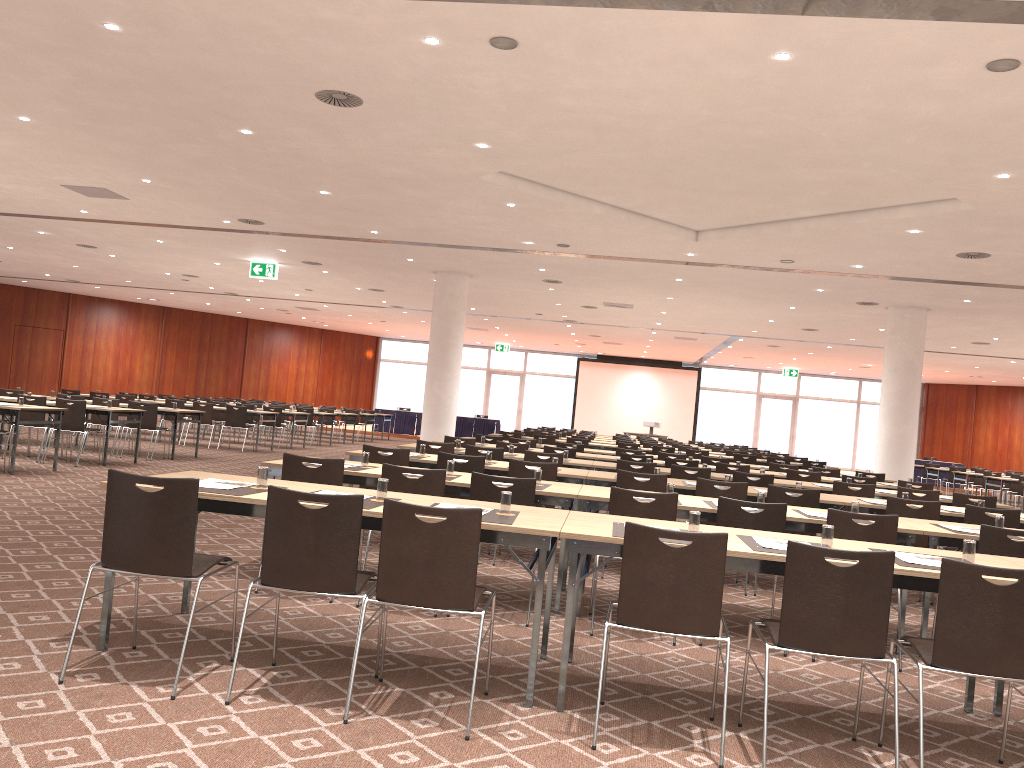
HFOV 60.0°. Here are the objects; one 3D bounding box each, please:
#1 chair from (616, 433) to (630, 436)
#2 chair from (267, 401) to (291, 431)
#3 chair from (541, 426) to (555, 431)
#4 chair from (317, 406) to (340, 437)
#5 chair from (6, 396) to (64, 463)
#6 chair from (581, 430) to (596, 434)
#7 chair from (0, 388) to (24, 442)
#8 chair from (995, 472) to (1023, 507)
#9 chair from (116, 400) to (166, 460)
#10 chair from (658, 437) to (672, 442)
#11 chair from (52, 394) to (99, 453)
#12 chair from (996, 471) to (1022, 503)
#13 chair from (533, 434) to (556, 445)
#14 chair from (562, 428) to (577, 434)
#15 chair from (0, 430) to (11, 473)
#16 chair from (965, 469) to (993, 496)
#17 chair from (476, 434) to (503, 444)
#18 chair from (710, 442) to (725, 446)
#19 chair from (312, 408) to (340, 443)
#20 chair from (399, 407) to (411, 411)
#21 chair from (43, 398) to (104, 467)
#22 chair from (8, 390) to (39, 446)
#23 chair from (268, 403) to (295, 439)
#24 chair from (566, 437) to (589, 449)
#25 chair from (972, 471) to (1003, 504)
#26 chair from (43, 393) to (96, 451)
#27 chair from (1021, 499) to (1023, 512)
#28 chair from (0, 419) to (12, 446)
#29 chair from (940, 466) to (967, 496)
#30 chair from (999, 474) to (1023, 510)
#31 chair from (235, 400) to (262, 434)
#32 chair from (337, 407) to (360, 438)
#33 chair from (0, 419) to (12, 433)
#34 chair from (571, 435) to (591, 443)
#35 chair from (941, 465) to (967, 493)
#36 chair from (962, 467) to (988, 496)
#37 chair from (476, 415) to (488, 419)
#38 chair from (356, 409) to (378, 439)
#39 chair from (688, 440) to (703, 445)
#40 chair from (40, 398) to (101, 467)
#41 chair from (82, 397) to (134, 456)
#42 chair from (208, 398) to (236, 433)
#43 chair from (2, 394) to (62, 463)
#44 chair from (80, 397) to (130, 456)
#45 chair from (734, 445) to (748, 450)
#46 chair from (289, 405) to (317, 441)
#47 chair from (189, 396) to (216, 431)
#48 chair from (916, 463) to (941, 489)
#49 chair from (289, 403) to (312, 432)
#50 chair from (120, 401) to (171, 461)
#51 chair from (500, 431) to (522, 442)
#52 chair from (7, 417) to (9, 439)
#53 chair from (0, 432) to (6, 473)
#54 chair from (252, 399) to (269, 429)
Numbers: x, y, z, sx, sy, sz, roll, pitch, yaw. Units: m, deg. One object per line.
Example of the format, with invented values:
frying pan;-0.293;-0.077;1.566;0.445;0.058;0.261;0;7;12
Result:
chair;3.372;2.002;27.234;0.535;0.939;0.614;5;-1;7
chair;-7.465;1.030;28.511;0.535;0.939;0.614;5;-1;5
chair;1.110;1.799;27.500;0.535;0.939;0.614;5;-1;9
chair;-5.801;1.177;28.233;0.535;0.939;0.614;5;-1;5
chair;-6.917;0.633;12.888;0.535;0.939;0.614;5;-1;6
chair;2.316;1.906;27.323;0.535;0.939;0.614;5;-1;5
chair;-8.389;0.556;14.957;0.535;0.939;0.614;5;-1;4
chair;13.457;2.847;23.950;0.535;0.939;0.614;5;-1;5
chair;-6.107;0.760;14.689;0.535;0.939;0.614;5;-1;5
chair;4.652;2.118;27.125;0.535;0.939;0.614;5;-1;9
chair;-7.357;0.652;14.953;0.535;0.939;0.614;5;-1;6
chair;14.527;3.000;25.837;0.535;0.939;0.614;5;-1;4
chair;0.620;1.468;17.535;0.535;0.939;0.614;5;-1;7
chair;1.752;1.858;27.467;0.535;0.939;0.614;5;-1;8
chair;-6.533;0.610;10.830;0.535;0.939;0.614;5;-1;6
chair;12.756;2.788;24.174;0.535;0.939;0.614;5;-1;8
chair;-0.380;1.276;14.088;0.535;0.939;0.614;5;-1;6
chair;6.179;2.255;26.945;0.535;0.939;0.614;5;-1;6
chair;-5.027;1.131;24.116;0.535;0.939;0.614;5;-1;9
chair;-4.017;1.339;32.562;0.535;0.939;0.614;5;-1;9
chair;-6.268;0.690;12.769;0.535;0.939;0.614;5;-1;9
chair;-8.390;0.556;14.958;0.535;0.939;0.614;5;-1;7
chair;-6.307;1.020;24.408;0.535;0.939;0.614;5;-1;7
chair;1.257;1.523;17.383;0.535;0.939;0.614;5;-1;7
chair;11.954;2.658;22.256;0.535;0.939;0.614;5;-1;6
chair;-7.423;0.646;14.961;0.535;0.939;0.614;5;-1;10
chair;13.122;2.761;22.059;0.535;0.939;0.614;5;-1;4
chair;-7.664;0.563;12.859;0.535;0.939;0.614;5;-1;7
chair;12.074;2.725;24.195;0.535;0.939;0.614;5;-1;9
chair;12.524;2.705;22.047;0.535;0.939;0.614;5;-1;8
chair;-7.240;0.935;24.458;0.535;0.939;0.614;5;-1;4
chair;-5.190;1.234;28.243;0.535;0.939;0.614;5;-1;9
chair;-7.673;0.562;12.860;0.535;0.939;0.614;5;-1;9
chair;1.486;1.603;19.446;0.535;0.939;0.614;5;-1;8
chair;13.049;2.870;26.093;0.535;0.939;0.614;5;-1;5
chair;13.636;2.924;26.084;0.535;0.939;0.614;5;-1;9
chair;-1.149;1.596;32.224;0.535;0.939;0.614;5;-1;9
chair;-4.557;1.288;28.086;0.535;0.939;0.614;5;-1;7
chair;5.524;2.194;26.945;0.535;0.939;0.614;5;-1;5
chair;-6.312;0.686;12.774;0.535;0.939;0.614;5;-1;6
chair;-6.717;0.708;14.835;0.535;0.939;0.614;5;-1;7
chair;-7.955;0.868;24.461;0.535;0.939;0.614;5;-1;9
chair;-6.922;0.633;12.889;0.535;0.939;0.614;5;-1;4
chair;-6.766;0.703;14.841;0.535;0.939;0.614;5;-1;4
chair;6.864;2.314;26.787;0.535;0.939;0.614;5;-1;9
chair;-5.698;1.073;24.276;0.535;0.939;0.614;5;-1;9
chair;-8.570;0.817;24.674;0.535;0.939;0.614;5;-1;4
chair;12.280;2.799;26.102;0.535;0.939;0.614;5;-1;9
chair;-6.750;1.096;28.486;0.535;0.939;0.614;5;-1;5
chair;-6.028;0.767;14.679;0.535;0.939;0.614;5;-1;6
chair;-0.044;1.407;17.571;0.535;0.939;0.614;5;-1;8
chair;-8.978;0.505;15.101;0.535;0.939;0.614;5;-1;6
chair;-6.601;0.604;10.838;0.535;0.939;0.614;5;-1;8
chair;-8.131;0.968;28.507;0.535;0.939;0.614;5;-1;5
